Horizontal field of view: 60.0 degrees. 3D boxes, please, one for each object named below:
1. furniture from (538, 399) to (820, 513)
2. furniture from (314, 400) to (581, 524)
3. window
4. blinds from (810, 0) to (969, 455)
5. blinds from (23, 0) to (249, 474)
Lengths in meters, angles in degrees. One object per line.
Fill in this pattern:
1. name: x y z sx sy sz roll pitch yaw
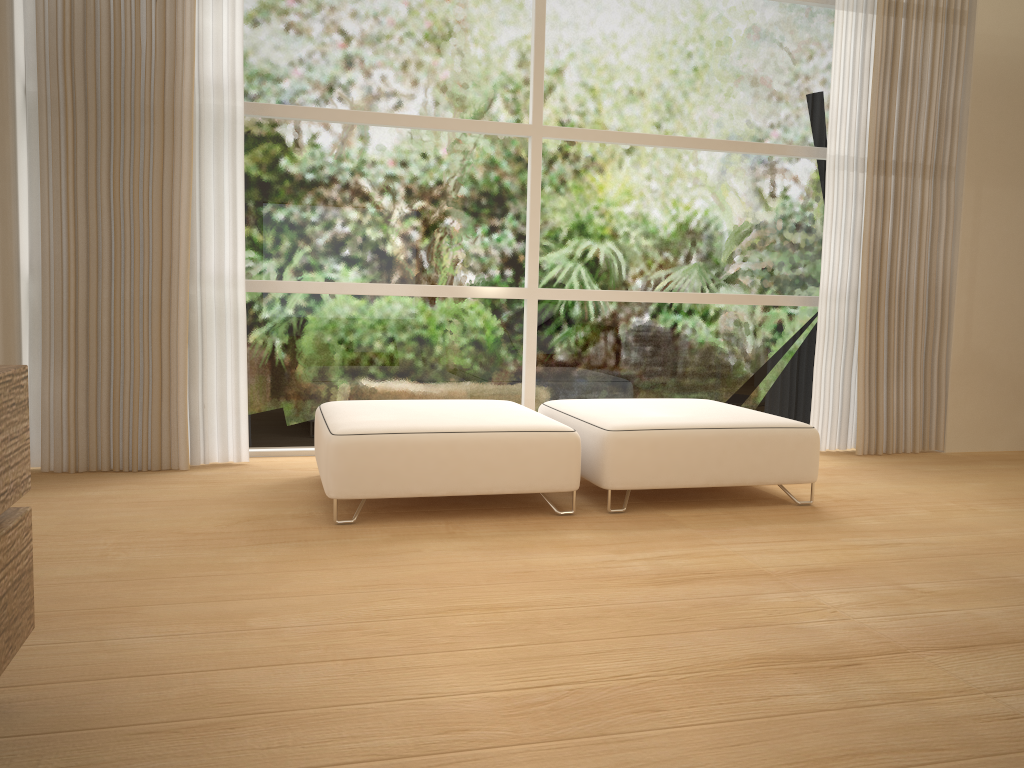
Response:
1. furniture: 0.688 0.280 3.948 0.965 0.346 0.964 0 6 -15
2. furniture: -0.311 0.281 3.676 0.965 0.346 0.964 0 6 -15
3. window: 0.120 -1.319 4.636 4.781 3.371 0.071 0 6 -15
4. blinds: 2.110 -1.281 4.859 0.814 3.351 0.202 0 6 -16
5. blinds: -1.650 -1.284 3.891 0.950 3.352 0.211 0 6 -17
